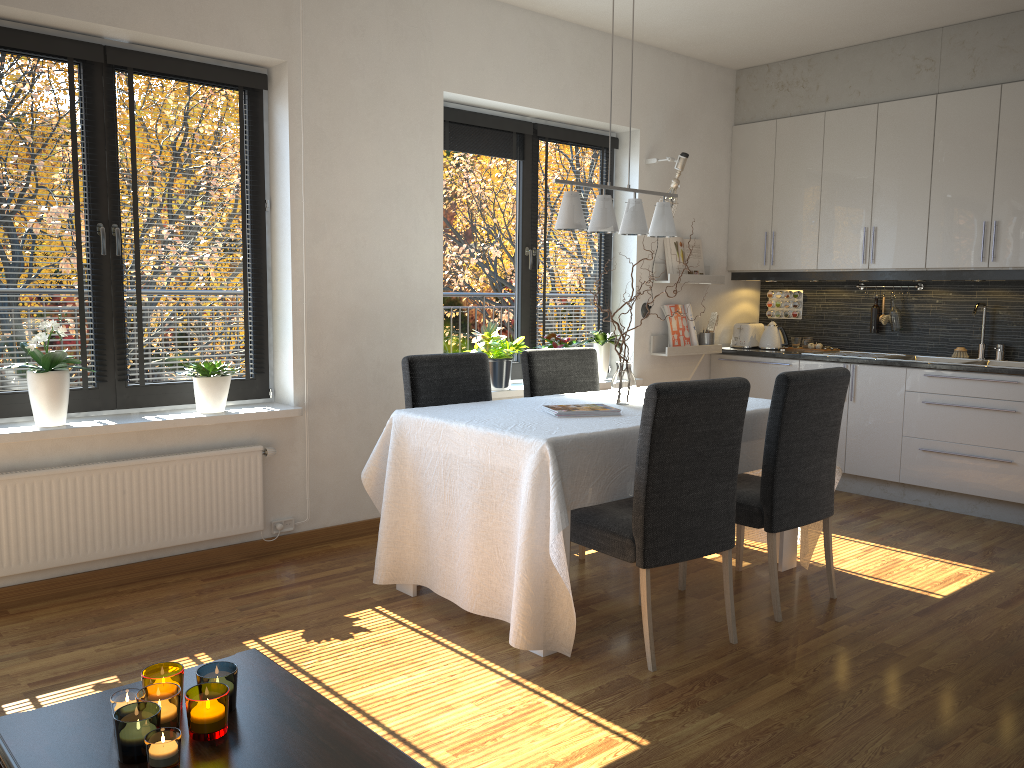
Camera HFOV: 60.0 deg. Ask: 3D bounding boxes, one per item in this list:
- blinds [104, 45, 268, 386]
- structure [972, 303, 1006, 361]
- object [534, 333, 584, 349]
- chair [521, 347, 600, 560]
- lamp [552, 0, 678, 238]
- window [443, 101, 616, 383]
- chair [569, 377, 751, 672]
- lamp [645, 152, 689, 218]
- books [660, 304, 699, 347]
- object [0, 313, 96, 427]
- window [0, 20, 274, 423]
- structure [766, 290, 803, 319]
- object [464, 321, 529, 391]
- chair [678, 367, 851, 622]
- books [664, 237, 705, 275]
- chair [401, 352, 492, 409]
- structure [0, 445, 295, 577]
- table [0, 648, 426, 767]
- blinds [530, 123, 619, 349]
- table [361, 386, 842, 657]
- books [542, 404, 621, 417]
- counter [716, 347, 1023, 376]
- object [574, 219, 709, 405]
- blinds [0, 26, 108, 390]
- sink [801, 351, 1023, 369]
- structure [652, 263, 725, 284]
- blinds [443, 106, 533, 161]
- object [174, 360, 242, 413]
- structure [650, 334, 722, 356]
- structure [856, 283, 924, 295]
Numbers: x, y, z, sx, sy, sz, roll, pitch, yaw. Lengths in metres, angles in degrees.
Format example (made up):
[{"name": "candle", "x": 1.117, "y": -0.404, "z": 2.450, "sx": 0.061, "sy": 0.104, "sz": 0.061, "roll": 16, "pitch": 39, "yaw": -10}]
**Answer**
[{"name": "blinds", "x": -1.424, "y": -0.712, "z": 3.979, "sx": 0.710, "sy": 1.425, "sz": 0.049, "roll": -5, "pitch": 9, "yaw": -41}, {"name": "structure", "x": 2.877, "y": -0.314, "z": 5.338, "sx": 0.167, "sy": 0.348, "sz": 0.195, "roll": 6, "pitch": 9, "yaw": 41}, {"name": "object", "x": 0.295, "y": -0.151, "z": 5.308, "sx": 0.371, "sy": 0.309, "sz": 0.379, "roll": 3, "pitch": 7, "yaw": 23}, {"name": "chair", "x": 0.374, "y": 0.315, "z": 4.410, "sx": 0.461, "sy": 0.962, "sz": 0.544, "roll": -4, "pitch": 8, "yaw": -36}, {"name": "lamp", "x": 0.455, "y": -1.272, "z": 3.660, "sx": 0.759, "sy": 1.286, "sz": 0.131, "roll": -5, "pitch": 9, "yaw": -41}, {"name": "window", "x": 0.078, "y": -0.794, "z": 5.338, "sx": 1.560, "sy": 1.590, "sz": 0.119, "roll": -5, "pitch": 9, "yaw": -41}, {"name": "chair", "x": 0.491, "y": 0.442, "z": 3.214, "sx": 0.461, "sy": 0.962, "sz": 0.544, "roll": -4, "pitch": 8, "yaw": -36}, {"name": "lamp", "x": 0.976, "y": -1.249, "z": 5.603, "sx": 0.131, "sy": 0.396, "sz": 0.311, "roll": -4, "pitch": 8, "yaw": -36}, {"name": "books", "x": 1.133, "y": -0.374, "z": 5.956, "sx": 0.283, "sy": 0.331, "sz": 0.138, "roll": -5, "pitch": 9, "yaw": -43}, {"name": "object", "x": -1.807, "y": -0.054, "z": 3.494, "sx": 0.340, "sy": 0.444, "sz": 0.286, "roll": 6, "pitch": 8, "yaw": 37}, {"name": "window", "x": -9.001, "y": 0.475, "z": 13.232, "sx": 12.971, "sy": 18.402, "sz": 21.795, "roll": -1, "pitch": 6, "yaw": -11}, {"name": "structure", "x": 1.983, "y": -0.580, "z": 6.466, "sx": 0.045, "sy": 0.210, "sz": 0.279, "roll": -5, "pitch": 9, "yaw": -41}, {"name": "object", "x": -0.087, "y": -0.163, "z": 5.009, "sx": 0.333, "sy": 0.385, "sz": 0.299, "roll": -2, "pitch": 7, "yaw": -26}, {"name": "chair", "x": 1.022, "y": 0.400, "z": 3.674, "sx": 0.461, "sy": 0.962, "sz": 0.544, "roll": -5, "pitch": 9, "yaw": -41}, {"name": "books", "x": 1.170, "y": -0.828, "z": 5.940, "sx": 0.364, "sy": 0.299, "sz": 0.109, "roll": -5, "pitch": 9, "yaw": -41}, {"name": "chair", "x": -0.156, "y": 0.357, "z": 3.950, "sx": 0.461, "sy": 0.962, "sz": 0.544, "roll": -5, "pitch": 9, "yaw": -41}, {"name": "structure", "x": -1.571, "y": 0.540, "z": 3.726, "sx": 1.456, "sy": 0.460, "sz": 0.078, "roll": -5, "pitch": 9, "yaw": -42}, {"name": "table", "x": -0.424, "y": 0.880, "z": 1.474, "sx": 0.570, "sy": 0.409, "sz": 1.178, "roll": -5, "pitch": 8, "yaw": -41}, {"name": "blinds", "x": 0.394, "y": -0.856, "z": 5.557, "sx": 0.710, "sy": 1.425, "sz": 0.049, "roll": -5, "pitch": 9, "yaw": -41}, {"name": "table", "x": 0.417, "y": 0.473, "z": 3.859, "sx": 1.855, "sy": 0.764, "sz": 1.234, "roll": -5, "pitch": 8, "yaw": -40}, {"name": "books", "x": 0.279, "y": 0.106, "z": 3.595, "sx": 0.278, "sy": 0.022, "sz": 0.204, "roll": -1, "pitch": 6, "yaw": -15}, {"name": "counter", "x": 3.016, "y": 0.005, "z": 4.910, "sx": 0.622, "sy": 0.193, "sz": 4.245, "roll": -5, "pitch": 8, "yaw": -41}, {"name": "object", "x": 0.524, "y": -0.297, "z": 3.816, "sx": 0.615, "sy": 0.786, "sz": 0.403, "roll": 3, "pitch": 7, "yaw": 23}, {"name": "blinds", "x": -1.969, "y": -0.669, "z": 3.506, "sx": 0.710, "sy": 1.425, "sz": 0.049, "roll": -5, "pitch": 9, "yaw": -41}, {"name": "sink", "x": 2.533, "y": -0.072, "z": 5.427, "sx": 0.474, "sy": 0.169, "sz": 1.420, "roll": -5, "pitch": 8, "yaw": -41}, {"name": "structure", "x": 1.191, "y": -0.737, "z": 5.944, "sx": 0.594, "sy": 0.129, "sz": 0.147, "roll": -5, "pitch": 8, "yaw": -41}, {"name": "blinds", "x": -0.161, "y": -1.405, "z": 4.998, "sx": 0.710, "sy": 0.230, "sz": 0.049, "roll": -5, "pitch": 9, "yaw": -41}, {"name": "object", "x": -1.352, "y": 0.005, "z": 3.972, "sx": 0.283, "sy": 0.237, "sz": 0.267, "roll": 4, "pitch": 7, "yaw": 30}, {"name": "structure", "x": 1.185, "y": -0.267, "z": 6.000, "sx": 0.594, "sy": 0.129, "sz": 0.147, "roll": -5, "pitch": 8, "yaw": -41}, {"name": "structure", "x": 2.485, "y": -0.628, "z": 5.866, "sx": 0.067, "sy": 0.081, "sz": 0.442, "roll": -5, "pitch": 8, "yaw": -41}]
